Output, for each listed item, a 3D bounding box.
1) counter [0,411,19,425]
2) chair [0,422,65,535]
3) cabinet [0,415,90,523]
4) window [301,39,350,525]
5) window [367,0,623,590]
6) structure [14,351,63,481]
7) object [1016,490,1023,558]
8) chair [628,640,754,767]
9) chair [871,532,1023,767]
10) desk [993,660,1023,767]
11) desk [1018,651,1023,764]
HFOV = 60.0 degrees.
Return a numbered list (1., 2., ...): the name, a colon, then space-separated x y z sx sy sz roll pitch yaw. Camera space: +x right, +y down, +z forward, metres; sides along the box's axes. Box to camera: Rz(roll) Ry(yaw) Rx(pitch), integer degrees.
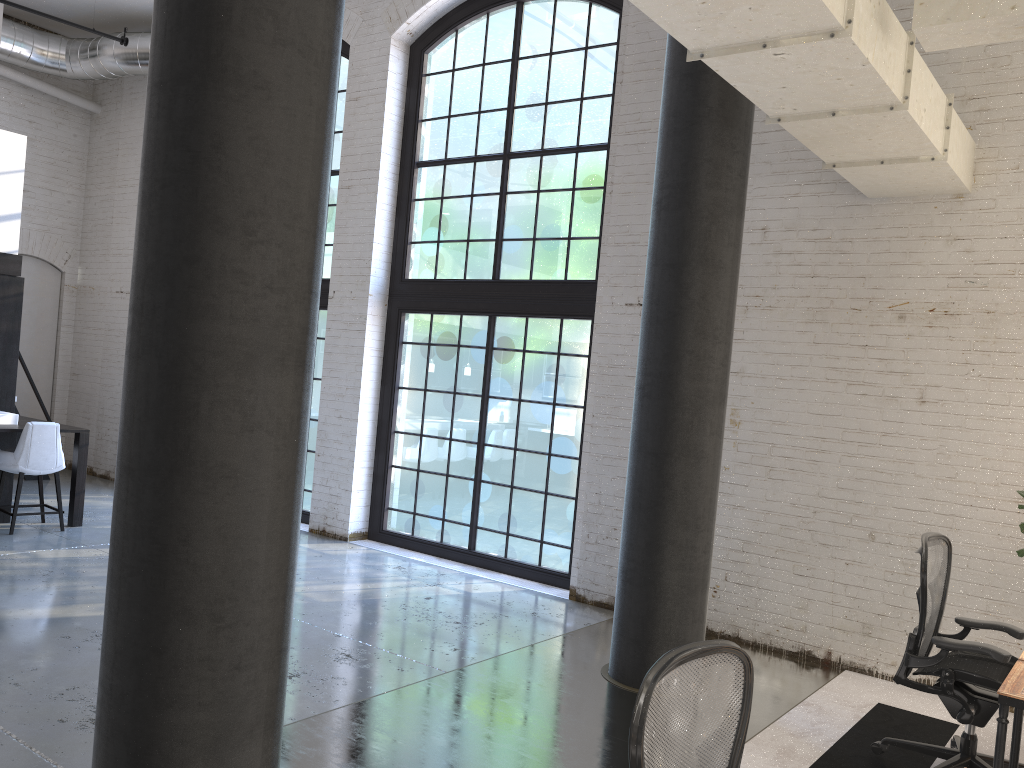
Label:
1. counter: -5.411 0.222 7.167 0.976 0.095 2.294 5 0 36
2. chair: -4.144 0.797 7.631 0.501 0.984 0.579 6 1 43
3. cabinet: -5.155 0.744 7.255 1.369 0.910 2.693 5 0 36
4. window: -2.556 -1.162 9.595 2.489 5.181 0.138 6 1 36
5. window: -0.138 -0.938 7.814 2.489 5.181 0.138 6 1 36
6. structure: -6.075 -0.493 10.077 0.928 3.187 1.663 6 1 36
7. object: 1.977 0.526 3.046 0.438 1.078 0.514 6 1 27
8. chair: 0.545 1.148 1.860 0.792 1.086 0.770 5 1 20
9. chair: 2.111 1.259 4.037 0.792 1.086 0.770 5 1 20
10. desk: 2.309 1.459 2.791 1.400 0.725 0.529 5 1 36
11. desk: 2.540 1.476 3.831 0.529 0.725 1.401 6 1 36
